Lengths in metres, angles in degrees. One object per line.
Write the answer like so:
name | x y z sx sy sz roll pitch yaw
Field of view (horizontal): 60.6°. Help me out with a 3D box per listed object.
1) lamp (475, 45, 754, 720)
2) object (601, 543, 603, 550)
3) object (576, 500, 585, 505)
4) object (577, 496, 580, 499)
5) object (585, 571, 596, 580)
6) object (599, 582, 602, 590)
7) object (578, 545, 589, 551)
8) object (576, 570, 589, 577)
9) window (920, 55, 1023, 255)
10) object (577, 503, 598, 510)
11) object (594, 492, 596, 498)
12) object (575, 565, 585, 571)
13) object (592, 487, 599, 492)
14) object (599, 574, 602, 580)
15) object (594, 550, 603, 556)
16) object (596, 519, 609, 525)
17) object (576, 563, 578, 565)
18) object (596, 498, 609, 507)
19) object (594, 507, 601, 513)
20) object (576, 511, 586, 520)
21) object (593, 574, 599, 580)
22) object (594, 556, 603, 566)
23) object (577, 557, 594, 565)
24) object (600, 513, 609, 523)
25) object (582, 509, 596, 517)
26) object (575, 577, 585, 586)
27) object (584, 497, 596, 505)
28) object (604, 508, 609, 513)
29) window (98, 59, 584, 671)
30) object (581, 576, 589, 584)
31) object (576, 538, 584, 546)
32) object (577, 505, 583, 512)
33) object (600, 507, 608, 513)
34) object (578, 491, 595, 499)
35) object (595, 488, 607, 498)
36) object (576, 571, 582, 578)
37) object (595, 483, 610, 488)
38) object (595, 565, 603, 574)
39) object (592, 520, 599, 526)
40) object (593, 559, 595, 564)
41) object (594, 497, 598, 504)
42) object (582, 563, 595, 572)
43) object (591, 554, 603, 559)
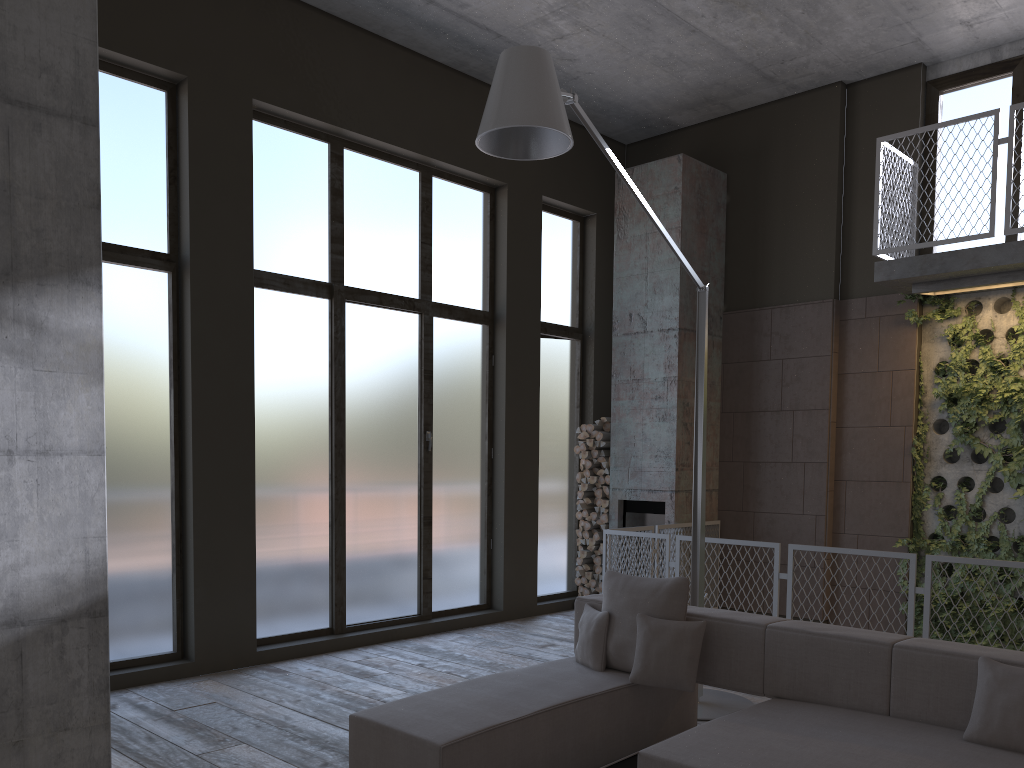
lamp | 0.746 0.325 4.915 0.754 3.439 2.625 3 1 32
object | 1.127 1.720 9.324 0.093 0.084 0.480 -1 -4 45
object | 0.859 1.284 9.539 0.122 0.068 0.364 -2 -5 43
object | 0.872 1.217 9.561 0.067 0.071 0.423 0 -4 45
object | 0.979 2.053 9.483 0.093 0.084 0.480 -1 -4 45
object | 1.048 2.124 9.276 0.100 0.103 0.293 0 -3 43
object | 0.871 1.813 9.622 0.070 0.118 0.364 2 -2 44
object | 0.855 2.034 9.483 0.071 0.073 0.423 0 -4 45
window | 4.987 -1.890 6.630 3.565 1.755 0.109 -3 0 44
object | 0.863 1.315 9.438 0.071 0.073 0.423 0 -4 45
object | 1.019 1.196 9.495 0.104 0.103 0.292 0 -3 45
object | 0.852 2.003 9.584 0.122 0.068 0.364 -2 -5 43
object | 0.999 1.126 9.402 0.359 0.075 0.064 5 -3 -44
object | 1.093 2.053 9.377 0.067 0.067 0.423 0 -4 45
object | 1.018 1.800 9.384 0.089 0.057 0.333 -2 -5 45
object | 1.059 1.462 9.357 0.122 0.068 0.364 -2 -5 45
object | 0.864 1.936 9.606 0.067 0.071 0.423 0 -4 45
object | 1.074 1.258 9.362 0.092 0.094 0.437 0 -4 45
object | 1.042 1.340 9.388 0.067 0.067 0.423 0 -4 45
object | 0.873 1.427 9.573 0.091 0.092 0.437 0 -4 45
object | 1.035 2.059 9.433 0.067 0.067 0.423 0 -4 45
object | 0.999 1.874 9.363 0.098 0.107 0.294 0 -3 43
object | 0.887 1.912 9.542 0.455 0.090 0.090 5 -4 -44
object | 1.055 1.405 9.231 0.100 0.103 0.293 0 -3 43
object | 0.939 1.393 9.514 0.090 0.090 0.456 0 -4 45
object | 0.865 2.146 9.618 0.091 0.092 0.437 0 -4 45
object | 0.956 1.266 9.497 0.115 0.080 0.435 -2 -5 45
object | 1.061 1.329 9.220 0.063 0.048 0.251 -1 -5 43
window | -2.396 -0.050 6.362 0.208 4.184 9.215 4 0 43
object | 0.931 2.112 9.559 0.090 0.090 0.456 0 -4 45
object | 0.874 1.710 9.599 0.079 0.107 0.437 1 -3 44
object | 0.877 1.357 9.542 0.425 0.085 0.066 5 -3 -43
object | 1.100 1.334 9.332 0.067 0.067 0.423 0 -4 45
object | 0.895 1.193 9.497 0.455 0.090 0.090 5 -4 -44
object | 1.007 1.155 9.318 0.098 0.107 0.294 0 -3 43
object | 0.870 2.076 9.587 0.425 0.085 0.066 5 -3 -43
object | 1.025 1.081 9.339 0.089 0.057 0.333 -2 -5 45
object | 1.067 1.977 9.407 0.092 0.094 0.437 0 -4 45
object | 0.988 1.481 9.431 0.064 0.074 0.360 1 -3 42
object | 1.011 1.915 9.540 0.104 0.103 0.292 0 -3 45
object | 1.037 1.249 9.433 0.101 0.087 0.363 -1 -4 45
object | 0.948 1.985 9.542 0.115 0.080 0.435 -2 -5 45
object | 0.992 1.845 9.447 0.359 0.075 0.064 5 -3 -44
